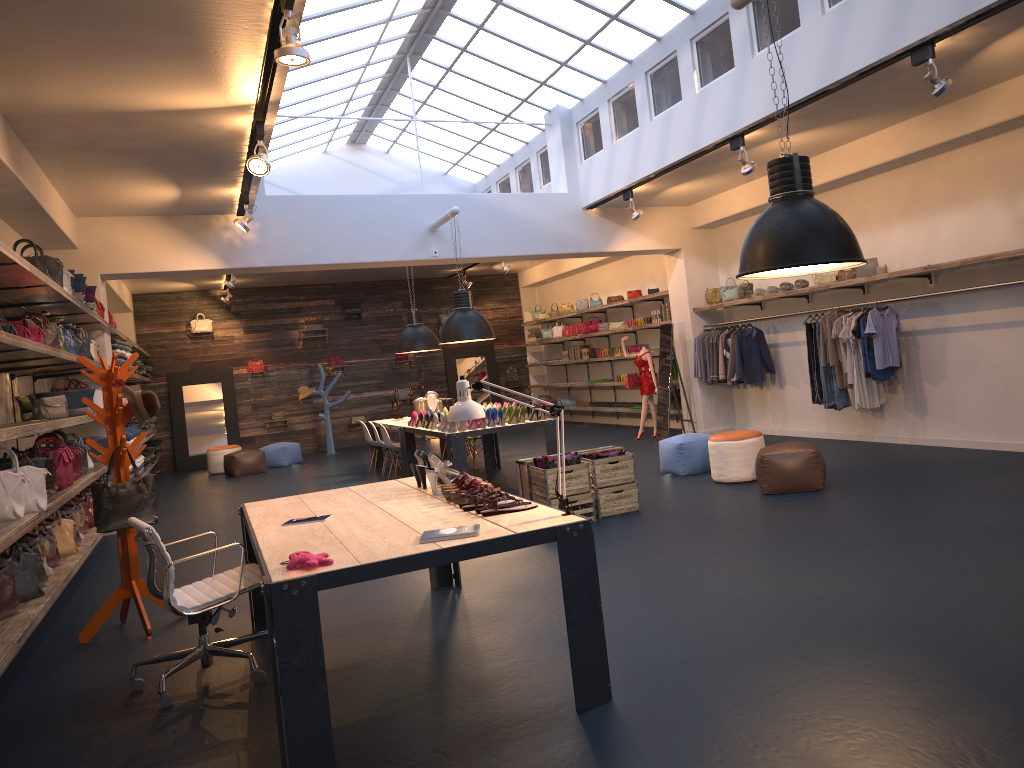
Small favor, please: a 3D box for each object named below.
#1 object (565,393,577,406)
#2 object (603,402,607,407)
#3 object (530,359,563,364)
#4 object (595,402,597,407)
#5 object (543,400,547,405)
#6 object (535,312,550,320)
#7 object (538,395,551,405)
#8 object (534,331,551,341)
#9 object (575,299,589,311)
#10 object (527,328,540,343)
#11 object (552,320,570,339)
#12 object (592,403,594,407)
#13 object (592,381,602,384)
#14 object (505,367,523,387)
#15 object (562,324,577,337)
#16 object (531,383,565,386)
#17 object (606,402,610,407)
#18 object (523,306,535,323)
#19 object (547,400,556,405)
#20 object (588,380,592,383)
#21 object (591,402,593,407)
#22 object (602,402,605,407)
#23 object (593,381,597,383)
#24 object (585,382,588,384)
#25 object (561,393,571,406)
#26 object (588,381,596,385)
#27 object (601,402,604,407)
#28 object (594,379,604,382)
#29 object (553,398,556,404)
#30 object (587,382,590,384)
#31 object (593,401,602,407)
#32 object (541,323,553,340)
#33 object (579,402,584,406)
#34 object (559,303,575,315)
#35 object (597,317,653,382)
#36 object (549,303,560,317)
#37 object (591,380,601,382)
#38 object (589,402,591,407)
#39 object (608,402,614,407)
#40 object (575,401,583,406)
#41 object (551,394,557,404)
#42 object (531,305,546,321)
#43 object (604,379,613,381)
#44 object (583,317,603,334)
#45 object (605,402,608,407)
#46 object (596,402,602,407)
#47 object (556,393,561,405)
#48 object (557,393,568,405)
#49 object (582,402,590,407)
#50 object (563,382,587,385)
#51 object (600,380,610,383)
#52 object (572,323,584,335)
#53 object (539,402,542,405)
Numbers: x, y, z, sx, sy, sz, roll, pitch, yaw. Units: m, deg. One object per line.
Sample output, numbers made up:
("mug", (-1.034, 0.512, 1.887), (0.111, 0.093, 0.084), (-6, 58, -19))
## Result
("object", (1.245, 0.323, 18.551), (0.268, 0.283, 0.099), (-6, -1, 10))
("object", (1.866, 0.396, 16.911), (0.199, 0.088, 0.061), (-6, 0, -25))
("object", (0.843, -0.511, 19.511), (0.513, 0.060, 1.421), (-6, 1, -20))
("object", (1.733, 0.401, 17.282), (0.199, 0.088, 0.061), (-6, 0, -25))
("object", (0.803, 0.423, 19.796), (0.214, 0.118, 0.092), (-6, 0, 9))
("object", (0.669, -1.513, 19.416), (0.338, 0.174, 0.247), (-6, 1, 30))
("object", (0.758, 0.362, 20.206), (0.360, 0.234, 0.204), (-6, 0, 9))
("object", (0.694, -1.087, 19.529), (0.400, 0.232, 0.185), (-6, 0, 14))
("object", (1.404, -1.578, 17.318), (0.262, 0.230, 0.082), (-6, -1, 18))
("object", (0.513, -1.131, 20.008), (0.334, 0.335, 0.173), (-6, -1, 20))
("object", (1.045, -1.179, 18.580), (0.395, 0.386, 0.206), (-6, -1, 29))
("object", (1.691, 0.403, 17.404), (0.199, 0.088, 0.061), (-6, 0, -25))
("object", (1.641, -0.023, 16.834), (0.252, 0.058, 0.077), (-7, 1, -29))
("object", (0.017, -0.169, 20.165), (0.383, 0.461, 0.218), (-6, -1, -24))
("object", (1.190, -1.108, 17.998), (0.316, 0.254, 0.146), (-6, -1, 26))
("object", (0.864, 0.002, 19.342), (0.375, 0.024, 1.751), (-6, 1, -20))
("object", (1.908, 0.394, 16.788), (0.199, 0.088, 0.061), (-6, 0, -25))
("object", (0.475, -1.622, 20.138), (0.428, 0.386, 0.191), (-6, -1, -2))
("object", (0.890, 0.418, 19.620), (0.214, 0.118, 0.092), (-6, 0, 10))
("object", (1.601, -0.053, 17.148), (0.251, 0.063, 0.078), (-6, 0, -21))
("object", (1.669, 0.404, 17.466), (0.199, 0.088, 0.061), (-6, 0, -25))
("object", (1.844, 0.397, 16.972), (0.199, 0.088, 0.061), (-6, 0, -25))
("object", (1.626, -0.023, 16.921), (0.252, 0.058, 0.077), (-7, 1, -29))
("object", (1.532, -0.019, 17.161), (0.252, 0.058, 0.077), (-7, 1, -29))
("object", (1.174, 0.327, 18.729), (0.268, 0.283, 0.099), (-6, -1, 10))
("object", (1.584, -0.020, 16.995), (0.252, 0.058, 0.077), (-7, 1, -29))
("object", (1.822, 0.398, 17.032), (0.199, 0.088, 0.061), (-6, 0, -25))
("object", (1.714, -0.060, 16.916), (0.249, 0.068, 0.080), (-6, 0, -19))
("object", (1.007, 0.336, 19.303), (0.203, 0.280, 0.058), (-6, -1, -4))
("object", (1.569, -0.021, 17.082), (0.252, 0.058, 0.077), (-7, 1, -29))
("object", (1.712, 0.402, 17.341), (0.199, 0.088, 0.061), (-6, 0, -25))
("object", (0.804, -1.157, 19.034), (0.349, 0.367, 0.185), (-6, -1, 19))
("object", (1.507, 0.409, 18.000), (0.229, 0.083, 0.217), (-7, 1, -33))
("object", (1.131, -1.566, 17.972), (0.345, 0.234, 0.213), (-6, 0, 26))
("object", (2.104, -0.582, 16.073), (0.485, 1.137, 2.517), (-5, 1, -19))
("object", (0.921, -1.592, 18.706), (0.269, 0.300, 0.112), (-6, -1, 38))
("object", (1.658, -0.057, 16.988), (0.249, 0.064, 0.080), (-6, 0, -19))
("object", (1.647, 0.405, 17.526), (0.199, 0.088, 0.061), (-6, 0, -25))
("object", (1.930, 0.393, 16.727), (0.199, 0.088, 0.061), (-6, 0, -25))
("object", (1.441, 0.411, 18.239), (0.220, 0.083, 0.227), (-6, 1, -11))
("object", (0.964, 0.338, 19.418), (0.197, 0.280, 0.059), (-6, -1, 6))
("object", (0.598, -1.613, 19.691), (0.349, 0.367, 0.185), (-6, -1, 19))
("object", (1.876, -0.079, 16.994), (0.257, 0.067, 0.077), (-7, 1, -45))
("object", (1.585, -1.156, 17.027), (0.371, 0.338, 0.278), (-6, 0, -34))
("object", (1.887, 0.395, 16.847), (0.199, 0.088, 0.061), (-6, 0, -25))
("object", (1.756, 0.400, 17.221), (0.199, 0.088, 0.061), (-6, 0, -25))
("object", (1.050, 0.334, 19.173), (0.197, 0.280, 0.059), (-6, -1, 6))
("object", (1.105, 0.330, 18.908), (0.273, 0.283, 0.097), (-6, -1, 4))
("object", (1.550, 0.410, 17.752), (0.229, 0.083, 0.217), (-7, 1, -33))
("object", (1.323, -0.018, 18.046), (0.379, 0.029, 0.827), (-6, 1, -21))
("object", (1.803, -0.041, 16.913), (0.252, 0.058, 0.077), (-7, 1, -29))
("object", (1.334, -1.111, 17.485), (0.293, 0.250, 0.146), (-6, -1, 39))
("object", (0.736, 0.426, 19.986), (0.214, 0.118, 0.092), (-6, 0, 9))
